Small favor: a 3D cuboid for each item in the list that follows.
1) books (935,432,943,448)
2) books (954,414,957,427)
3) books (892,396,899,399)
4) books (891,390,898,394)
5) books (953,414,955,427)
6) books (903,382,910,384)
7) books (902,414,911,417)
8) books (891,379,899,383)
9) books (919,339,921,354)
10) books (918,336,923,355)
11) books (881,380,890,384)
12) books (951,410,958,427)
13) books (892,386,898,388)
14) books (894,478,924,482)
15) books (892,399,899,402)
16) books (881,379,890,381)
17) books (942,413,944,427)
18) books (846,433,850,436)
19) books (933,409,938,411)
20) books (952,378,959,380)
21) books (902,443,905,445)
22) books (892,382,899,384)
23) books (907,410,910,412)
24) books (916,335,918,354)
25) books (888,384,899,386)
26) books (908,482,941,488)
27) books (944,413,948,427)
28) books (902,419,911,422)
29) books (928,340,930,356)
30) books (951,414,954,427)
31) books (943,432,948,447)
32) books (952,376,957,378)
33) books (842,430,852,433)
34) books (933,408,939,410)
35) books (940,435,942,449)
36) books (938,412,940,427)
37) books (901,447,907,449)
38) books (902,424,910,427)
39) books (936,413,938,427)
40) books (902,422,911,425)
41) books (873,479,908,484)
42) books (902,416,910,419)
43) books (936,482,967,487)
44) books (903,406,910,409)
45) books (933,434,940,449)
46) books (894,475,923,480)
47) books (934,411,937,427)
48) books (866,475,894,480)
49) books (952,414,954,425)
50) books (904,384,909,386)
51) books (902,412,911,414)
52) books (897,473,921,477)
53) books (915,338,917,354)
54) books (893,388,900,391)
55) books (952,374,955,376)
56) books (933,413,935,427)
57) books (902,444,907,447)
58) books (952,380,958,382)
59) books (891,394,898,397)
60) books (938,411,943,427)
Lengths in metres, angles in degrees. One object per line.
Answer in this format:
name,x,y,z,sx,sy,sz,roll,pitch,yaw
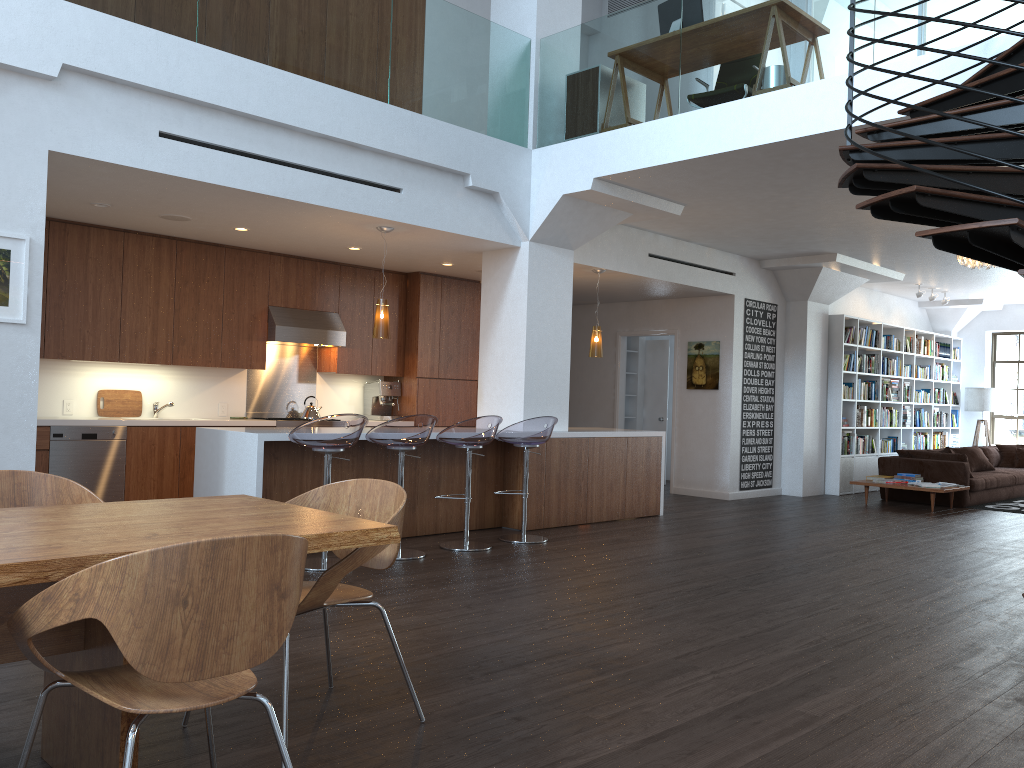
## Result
books,6.982,0.931,14.530,0.044,0.298,0.140,3,-1,-45
books,7.379,0.617,14.936,0.146,0.213,0.161,3,-1,-45
books,5.633,0.204,13.215,0.251,0.039,0.160,3,-1,-40
books,5.635,0.120,13.231,0.168,0.045,0.231,1,-1,40
books,7.347,0.614,14.896,0.118,0.213,0.161,3,-1,-45
books,5.898,-0.019,13.471,0.161,0.030,0.224,3,-1,-35
books,5.938,0.474,13.542,0.183,0.040,0.253,3,-1,-45
books,5.661,-0.046,13.232,0.185,0.043,0.129,2,-1,-30
books,6.294,-0.578,13.847,0.057,0.246,0.171,3,-1,-45
books,6.352,-0.597,13.908,0.053,0.290,0.176,3,-1,-45
books,5.375,-0.026,12.939,0.174,0.045,0.240,1,-1,45
books,7.453,0.580,15.007,0.053,0.290,0.176,3,-1,-45
books,5.640,0.042,13.232,0.223,0.033,0.161,3,-1,-45
books,4.938,1.201,11.032,0.312,0.037,0.216,1,-1,35
books,5.635,0.243,13.214,0.246,0.039,0.171,3,-1,-45
books,5.366,-0.063,12.918,0.161,0.027,0.223,3,-1,-35
books,6.997,0.591,14.555,0.032,0.223,0.161,3,-1,-45
books,4.480,0.682,12.060,0.174,0.045,0.240,1,-1,35
books,6.743,0.424,14.319,0.161,0.031,0.223,3,-1,-45
books,7.323,-0.085,14.915,0.197,0.033,0.284,2,-1,-30
books,5.872,0.905,13.539,0.144,0.025,0.204,3,-1,-45
books,5.657,-0.012,13.239,0.208,0.024,0.144,3,-1,-40
books,5.956,0.411,13.517,0.161,0.026,0.223,1,-1,35
books,6.212,-0.608,13.738,0.044,0.298,0.140,3,-1,-45
books,5.647,0.014,13.260,0.223,0.027,0.161,1,-1,35
books,4.880,1.190,10.507,0.231,0.040,0.342,2,-1,-5
books,7.105,0.594,14.671,0.139,0.228,0.168,3,-1,-45
books,5.943,0.558,13.563,0.180,0.040,0.259,3,-1,-45
books,6.528,-0.570,14.072,0.034,0.253,0.183,3,-1,-45
books,7.277,0.599,14.825,0.112,0.235,0.172,3,-1,-45
books,7.122,0.942,14.700,0.053,0.290,0.176,3,-1,-45
books,7.322,-0.118,14.910,0.174,0.032,0.254,2,-1,-10
books,4.471,0.645,12.039,0.161,0.027,0.223,3,-1,-35
books,6.750,0.395,14.325,0.161,0.030,0.224,3,-1,-35
books,6.932,0.954,14.507,0.057,0.247,0.189,3,-1,-45
books,6.862,0.572,14.429,0.036,0.246,0.171,3,-1,-45
books,5.869,0.966,13.537,0.284,0.033,0.197,1,-1,30
books,5.926,0.633,13.539,0.171,0.038,0.246,3,-1,-45
books,6.796,0.581,14.348,0.030,0.223,0.161,3,-1,-45
books,5.928,0.595,13.543,0.160,0.037,0.251,3,-1,-40
books,4.603,1.187,10.799,0.340,0.035,0.236,2,-1,-20
books,5.945,0.515,13.544,0.231,0.044,0.168,1,-1,40
books,5.233,1.205,10.640,0.350,0.035,0.256,2,-1,-20
books,5.949,0.354,13.527,0.129,0.041,0.185,2,-1,-30
books,6.850,0.946,14.419,0.037,0.253,0.183,3,-1,-45
books,4.938,1.165,11.039,0.191,0.035,0.279,3,-1,-35
books,6.743,0.563,14.301,0.051,0.251,0.174,3,-1,-45
books,4.672,1.191,11.216,0.334,0.045,0.241,3,-1,-43
books,7.316,0.610,14.873,0.101,0.218,0.161,3,-1,-45
books,5.892,0.010,13.465,0.161,0.031,0.223,3,-1,-45
books,5.948,0.439,13.543,0.161,0.032,0.223,3,-1,-45
books,4.941,1.134,11.035,0.157,0.027,0.224,3,-1,-40
books,6.162,-0.585,13.715,0.057,0.247,0.189,3,-1,-45
books,5.639,0.078,13.223,0.253,0.042,0.183,3,-1,-45
books,7.323,-0.146,14.915,0.144,0.025,0.204,2,-1,-15
books,6.713,0.577,14.273,0.030,0.223,0.161,3,-1,-45
books,5.869,0.933,13.543,0.174,0.032,0.254,3,-1,-40
books,7.322,-0.051,14.914,0.197,0.035,0.284,2,-1,-15
books,5.614,0.164,13.230,0.259,0.042,0.180,3,-1,-45
books,6.947,0.573,14.513,0.042,0.253,0.183,3,-1,-45
